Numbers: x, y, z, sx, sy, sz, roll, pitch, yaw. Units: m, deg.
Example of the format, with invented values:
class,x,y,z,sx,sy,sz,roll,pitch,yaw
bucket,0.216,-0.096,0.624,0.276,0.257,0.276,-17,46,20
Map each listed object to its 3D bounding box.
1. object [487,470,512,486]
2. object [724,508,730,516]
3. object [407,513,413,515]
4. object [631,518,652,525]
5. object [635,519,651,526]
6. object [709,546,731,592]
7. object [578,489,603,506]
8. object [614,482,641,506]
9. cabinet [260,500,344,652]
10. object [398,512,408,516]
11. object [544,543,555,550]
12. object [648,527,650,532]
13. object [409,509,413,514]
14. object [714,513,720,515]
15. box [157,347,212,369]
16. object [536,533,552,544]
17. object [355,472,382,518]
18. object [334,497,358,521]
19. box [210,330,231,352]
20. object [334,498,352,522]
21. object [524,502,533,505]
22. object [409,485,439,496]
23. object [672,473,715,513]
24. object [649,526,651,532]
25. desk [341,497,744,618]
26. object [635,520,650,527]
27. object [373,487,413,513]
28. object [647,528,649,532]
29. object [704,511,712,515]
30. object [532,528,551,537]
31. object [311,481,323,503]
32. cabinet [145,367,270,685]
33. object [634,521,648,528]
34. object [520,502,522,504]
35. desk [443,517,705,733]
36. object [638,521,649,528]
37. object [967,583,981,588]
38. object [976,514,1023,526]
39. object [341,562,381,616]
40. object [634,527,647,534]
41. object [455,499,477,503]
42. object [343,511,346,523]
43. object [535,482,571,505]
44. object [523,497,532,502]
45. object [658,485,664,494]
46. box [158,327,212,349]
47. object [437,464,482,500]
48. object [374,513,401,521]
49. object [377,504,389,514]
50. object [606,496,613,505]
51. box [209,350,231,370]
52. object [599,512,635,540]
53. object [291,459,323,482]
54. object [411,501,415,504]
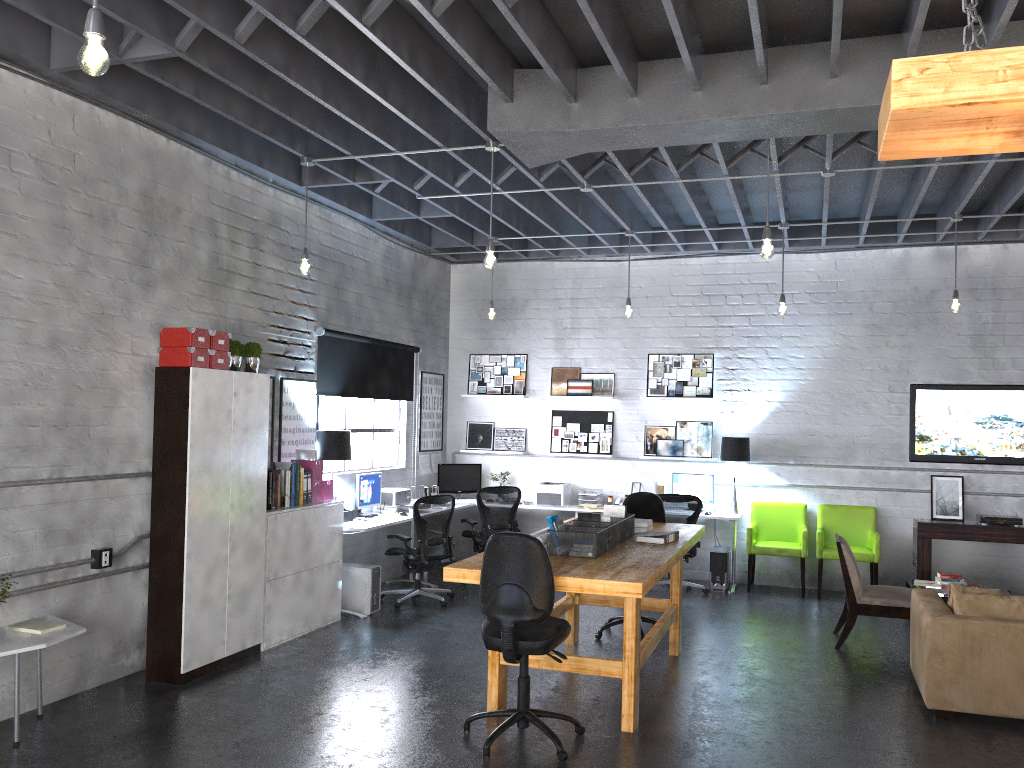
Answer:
class,x,y,z,sx,sy,sz,roll,pitch,yaw
object,-0.146,1.206,10.572,0.297,0.362,0.271,2,-2,-26
object,2.270,1.352,9.364,0.069,0.083,0.090,1,-2,18
object,-0.987,1.289,8.774,0.119,0.016,0.119,0,-3,36
object,0.810,1.044,6.777,0.519,0.047,0.046,1,-2,19
object,0.795,1.042,6.732,0.519,0.047,0.046,1,-2,19
object,2.233,1.978,9.502,0.180,0.411,0.476,1,-2,19
object,0.903,1.305,10.173,0.229,0.180,0.316,1,-2,19
object,1.352,1.259,10.017,0.405,0.280,0.399,1,-2,19
cabinet,-1.863,1.489,7.173,0.465,1.021,1.152,1,-2,19
object,-1.076,1.274,8.712,0.114,0.036,0.058,1,-2,9
object,0.286,1.037,5.757,0.058,0.057,0.635,1,-2,19
object,0.772,1.079,6.665,0.519,0.047,0.047,1,-2,19
object,-0.979,1.265,8.776,0.078,0.049,0.062,2,-2,-11
object,2.193,1.393,9.500,0.046,0.009,0.121,1,-2,4
box,-2.174,-0.172,5.888,0.270,0.131,0.206,1,-2,19
object,0.261,0.987,5.767,0.057,0.057,0.635,1,-2,19
object,-1.433,1.070,8.568,0.212,0.417,0.465,1,-2,19
object,-1.555,1.160,8.269,0.209,0.207,0.104,1,-2,19
box,-2.105,-0.293,6.089,0.268,0.133,0.206,1,-2,19
object,-1.590,1.155,8.158,0.209,0.207,0.104,1,-2,19
object,0.192,1.367,10.133,0.103,0.021,0.131,1,-2,-1
object,-0.980,1.238,9.864,0.324,0.208,0.233,1,-2,19
object,2.013,1.196,9.788,0.465,0.417,0.212,0,-2,24
object,0.787,1.081,6.709,0.519,0.047,0.047,1,-2,19
desk,0.332,1.721,8.813,3.574,0.785,3.300,1,-2,19
object,0.780,1.040,6.689,0.519,0.047,0.046,1,-2,19
object,-1.136,1.192,9.109,0.485,0.230,0.420,1,-2,19
object,0.757,1.077,6.621,0.519,0.047,0.047,1,-2,19
object,2.090,1.375,9.449,0.058,0.036,0.114,0,-3,34
object,0.207,0.987,5.785,0.057,0.057,0.635,1,-2,19
object,-1.730,0.904,7.460,0.214,0.177,0.161,1,-2,19
cabinet,-2.091,0.931,6.172,0.291,2.046,0.873,1,-2,19
object,0.748,1.036,6.592,0.519,0.047,0.046,1,-2,17
object,-0.036,1.336,10.253,0.279,0.081,0.411,2,-2,-11
desk,0.588,1.548,6.080,1.115,0.926,2.833,1,-2,19
object,0.765,1.038,6.645,0.519,0.047,0.046,1,-2,19
object,4.240,1.856,8.161,0.151,0.040,0.151,0,-3,36
object,4.840,1.355,8.815,0.370,0.082,0.266,1,-2,19
object,-1.436,1.835,7.967,0.478,0.411,0.200,1,-2,19
object,0.742,1.075,6.577,0.519,0.047,0.047,1,-2,19
object,-0.519,1.351,10.233,0.422,0.028,0.181,2,-2,-21
object,-1.625,1.150,8.059,0.209,0.207,0.104,1,-2,19
object,0.481,1.274,10.323,0.351,0.235,0.351,1,-2,19
object,0.179,1.364,10.462,0.105,0.052,0.023,1,-2,19
object,1.637,1.272,9.913,0.087,0.259,0.237,1,-2,19
box,-2.171,-0.301,5.891,0.270,0.131,0.206,1,-2,19
object,-0.632,1.162,10.552,0.560,0.427,0.147,3,-2,-34
object,-1.193,1.265,8.442,0.181,0.028,0.422,1,-2,9
object,-1.282,1.247,8.823,0.082,0.090,0.090,0,-2,44
object,1.123,1.336,10.142,0.093,0.116,0.067,1,-2,19
box,-2.107,-0.163,6.085,0.270,0.131,0.206,1,-2,19
object,0.703,1.022,6.396,0.316,0.156,0.306,1,-2,19
object,-1.726,0.727,7.464,0.214,0.177,0.161,1,-2,19
object,-1.096,1.293,9.542,0.392,0.064,0.259,1,-2,19
